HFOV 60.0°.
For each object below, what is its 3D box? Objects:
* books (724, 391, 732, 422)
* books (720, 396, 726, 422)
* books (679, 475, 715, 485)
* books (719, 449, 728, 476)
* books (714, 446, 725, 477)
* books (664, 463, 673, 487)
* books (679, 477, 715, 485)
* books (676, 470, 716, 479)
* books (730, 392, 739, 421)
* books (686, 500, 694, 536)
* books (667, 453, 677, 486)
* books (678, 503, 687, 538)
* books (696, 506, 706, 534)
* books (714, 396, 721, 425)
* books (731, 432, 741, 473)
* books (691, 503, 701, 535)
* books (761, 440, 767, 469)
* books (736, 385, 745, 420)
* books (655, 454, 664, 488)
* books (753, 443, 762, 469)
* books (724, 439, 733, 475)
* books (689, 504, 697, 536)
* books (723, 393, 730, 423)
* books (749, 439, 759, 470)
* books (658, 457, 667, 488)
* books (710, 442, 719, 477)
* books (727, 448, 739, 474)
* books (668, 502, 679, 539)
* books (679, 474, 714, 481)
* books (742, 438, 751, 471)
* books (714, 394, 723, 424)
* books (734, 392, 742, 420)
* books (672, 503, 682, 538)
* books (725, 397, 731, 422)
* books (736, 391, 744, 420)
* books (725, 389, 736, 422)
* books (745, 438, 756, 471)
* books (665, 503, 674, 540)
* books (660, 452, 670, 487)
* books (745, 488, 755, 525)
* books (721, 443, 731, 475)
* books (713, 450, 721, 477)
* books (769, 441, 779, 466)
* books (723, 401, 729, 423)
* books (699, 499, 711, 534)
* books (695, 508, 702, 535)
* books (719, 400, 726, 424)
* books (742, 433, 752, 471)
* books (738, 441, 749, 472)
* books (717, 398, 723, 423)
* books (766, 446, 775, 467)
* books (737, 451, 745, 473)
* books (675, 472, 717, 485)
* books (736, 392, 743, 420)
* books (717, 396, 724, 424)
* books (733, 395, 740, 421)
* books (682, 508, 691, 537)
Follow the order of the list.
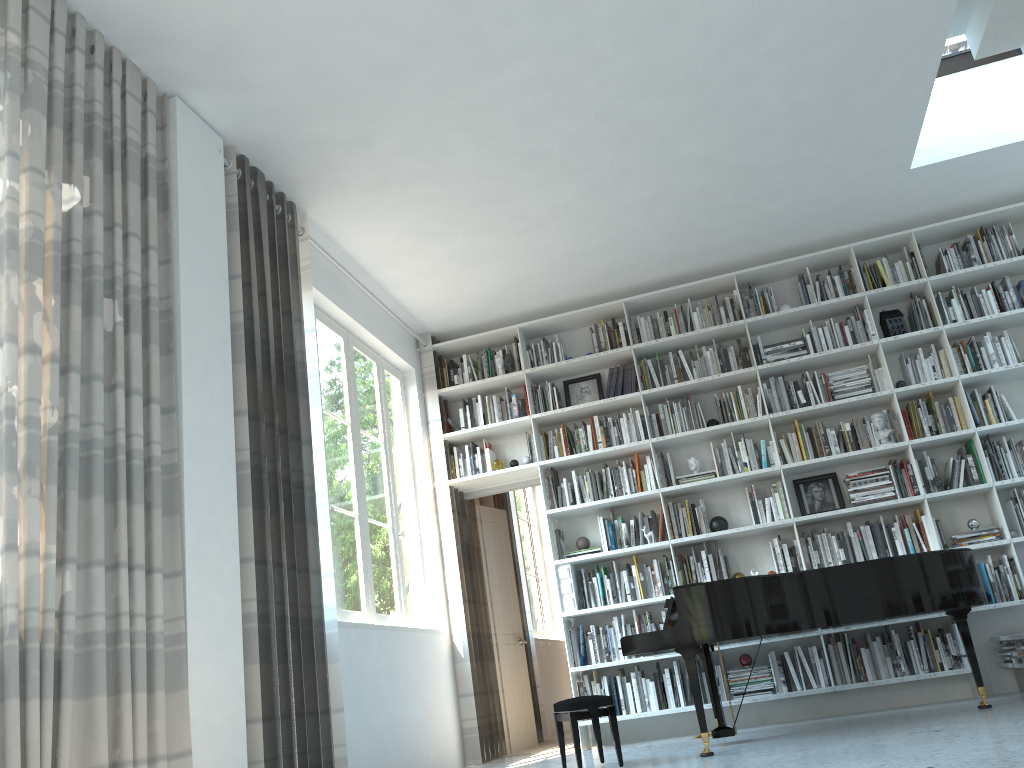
[{"bbox_3d":[1.592,0.200,6.496,0.005,0.274,0.157,-13,-19,12],"label":"books"},{"bbox_3d":[1.550,0.221,6.480,0.005,0.235,0.179,-13,-19,12],"label":"books"},{"bbox_3d":[1.339,0.704,6.417,0.254,0.012,0.161,-11,-19,8],"label":"books"},{"bbox_3d":[1.538,0.598,6.411,0.024,0.226,0.138,-13,-19,12],"label":"books"},{"bbox_3d":[1.503,0.586,6.393,0.030,0.246,0.175,-13,-19,12],"label":"books"},{"bbox_3d":[1.155,0.691,6.489,0.034,0.209,0.137,-13,-19,12],"label":"books"},{"bbox_3d":[1.341,0.717,6.415,0.254,0.012,0.161,-11,-19,9],"label":"books"},{"bbox_3d":[1.334,0.671,6.430,0.285,0.012,0.160,-11,-19,9],"label":"books"},{"bbox_3d":[1.627,0.199,6.460,0.013,0.243,0.189,-13,-19,12],"label":"books"},{"bbox_3d":[1.274,0.976,6.336,0.026,0.273,0.190,-13,-19,12],"label":"books"},{"bbox_3d":[1.175,0.651,6.489,0.021,0.277,0.137,-13,-19,12],"label":"books"},{"bbox_3d":[1.226,0.999,6.363,0.036,0.262,0.167,-13,-19,12],"label":"books"},{"bbox_3d":[1.358,0.990,6.321,0.028,0.215,0.175,-13,-19,12],"label":"books"},{"bbox_3d":[1.518,0.230,6.518,0.005,0.253,0.161,-13,-19,12],"label":"books"},{"bbox_3d":[1.620,0.523,6.388,0.010,0.328,0.174,-13,-19,12],"label":"books"},{"bbox_3d":[1.325,0.990,6.357,0.028,0.247,0.143,-13,-19,12],"label":"books"},{"bbox_3d":[1.799,0.529,6.325,0.060,0.226,0.179,-13,-19,12],"label":"books"},{"bbox_3d":[1.673,0.166,6.478,0.006,0.302,0.166,-13,-19,12],"label":"books"},{"bbox_3d":[1.094,0.668,6.513,0.012,0.284,0.160,-13,-19,12],"label":"books"},{"bbox_3d":[1.765,0.549,6.355,0.026,0.218,0.150,-13,-19,12],"label":"books"},{"bbox_3d":[1.565,0.554,6.387,0.012,0.285,0.168,-13,-19,12],"label":"books"},{"bbox_3d":[1.301,0.992,6.346,0.014,0.243,0.153,-13,-19,12],"label":"books"},{"bbox_3d":[1.582,0.210,6.507,0.009,0.265,0.150,-13,-19,12],"label":"books"},{"bbox_3d":[1.739,0.537,6.365,0.022,0.255,0.152,-13,-19,12],"label":"books"},{"bbox_3d":[1.112,0.675,6.499,0.024,0.256,0.134,-13,-19,12],"label":"books"},{"bbox_3d":[1.472,0.576,6.411,0.012,0.284,0.160,-13,-19,12],"label":"books"},{"bbox_3d":[1.602,0.580,6.385,0.048,0.224,0.150,-13,-19,12],"label":"books"},{"bbox_3d":[1.171,1.002,6.380,0.025,0.283,0.146,-13,-19,12],"label":"books"},{"bbox_3d":[1.338,0.694,6.425,0.254,0.012,0.161,-12,-20,10],"label":"books"},{"bbox_3d":[1.682,0.535,6.351,0.012,0.264,0.193,-13,-19,12],"label":"books"},{"bbox_3d":[1.527,0.220,6.526,0.012,0.275,0.129,-13,-19,12],"label":"books"},{"bbox_3d":[1.657,0.196,6.478,0.017,0.252,0.140,-13,-19,12],"label":"books"},{"bbox_3d":[1.197,1.002,6.378,0.026,0.274,0.155,-13,-19,12],"label":"books"},{"bbox_3d":[1.584,0.223,6.468,0.006,0.215,0.181,-13,-19,12],"label":"books"},{"bbox_3d":[1.670,0.191,6.469,0.006,0.252,0.181,-13,-19,12],"label":"books"},{"bbox_3d":[1.612,0.193,6.504,0.033,0.286,0.155,-13,-19,12],"label":"books"},{"bbox_3d":[1.712,0.534,6.352,0.023,0.259,0.171,-13,-19,12],"label":"books"},{"bbox_3d":[1.145,1.011,6.396,0.012,0.284,0.160,-13,-19,12],"label":"books"},{"bbox_3d":[1.130,0.657,6.518,0.011,0.297,0.136,-13,-19,12],"label":"books"},{"bbox_3d":[1.686,0.885,6.264,0.012,0.284,0.160,-13,-19,12],"label":"books"},{"bbox_3d":[1.553,0.569,6.398,0.022,0.266,0.151,-13,-19,12],"label":"books"},{"bbox_3d":[1.490,0.602,6.412,0.010,0.231,0.155,-13,-19,12],"label":"books"},{"bbox_3d":[1.872,0.524,6.327,0.026,0.216,0.127,-13,-19,12],"label":"books"},{"bbox_3d":[1.575,0.241,6.491,0.011,0.199,0.163,-13,-19,12],"label":"books"},{"bbox_3d":[1.385,0.965,6.337,0.028,0.265,0.145,-13,-19,12],"label":"books"},{"bbox_3d":[1.341,0.999,6.328,0.011,0.207,0.180,-13,-19,12],"label":"books"},{"bbox_3d":[1.549,0.240,6.502,0.013,0.215,0.150,-13,-19,12],"label":"books"},{"bbox_3d":[1.693,0.518,6.362,0.011,0.299,0.179,-13,-19,12],"label":"books"},{"bbox_3d":[1.667,0.551,6.361,0.028,0.246,0.170,-13,-19,12],"label":"books"},{"bbox_3d":[1.537,0.234,6.516,0.005,0.238,0.146,-13,-19,12],"label":"books"},{"bbox_3d":[1.849,0.546,6.325,0.027,0.180,0.142,-13,-19,12],"label":"books"},{"bbox_3d":[1.651,0.589,6.375,0.025,0.188,0.140,-13,-19,12],"label":"books"},{"bbox_3d":[1.337,0.684,6.431,0.285,0.012,0.160,-13,-20,14],"label":"books"},{"bbox_3d":[1.666,0.188,6.477,0.004,0.264,0.142,-13,-19,12],"label":"books"},{"bbox_3d":[1.535,0.226,6.492,0.005,0.239,0.174,-13,-19,12],"label":"books"},{"bbox_3d":[1.649,0.210,6.490,0.011,0.235,0.131,-13,-19,12],"label":"books"},{"bbox_3d":[1.258,1.010,6.353,0.025,0.227,0.153,-13,-19,12],"label":"books"}]
